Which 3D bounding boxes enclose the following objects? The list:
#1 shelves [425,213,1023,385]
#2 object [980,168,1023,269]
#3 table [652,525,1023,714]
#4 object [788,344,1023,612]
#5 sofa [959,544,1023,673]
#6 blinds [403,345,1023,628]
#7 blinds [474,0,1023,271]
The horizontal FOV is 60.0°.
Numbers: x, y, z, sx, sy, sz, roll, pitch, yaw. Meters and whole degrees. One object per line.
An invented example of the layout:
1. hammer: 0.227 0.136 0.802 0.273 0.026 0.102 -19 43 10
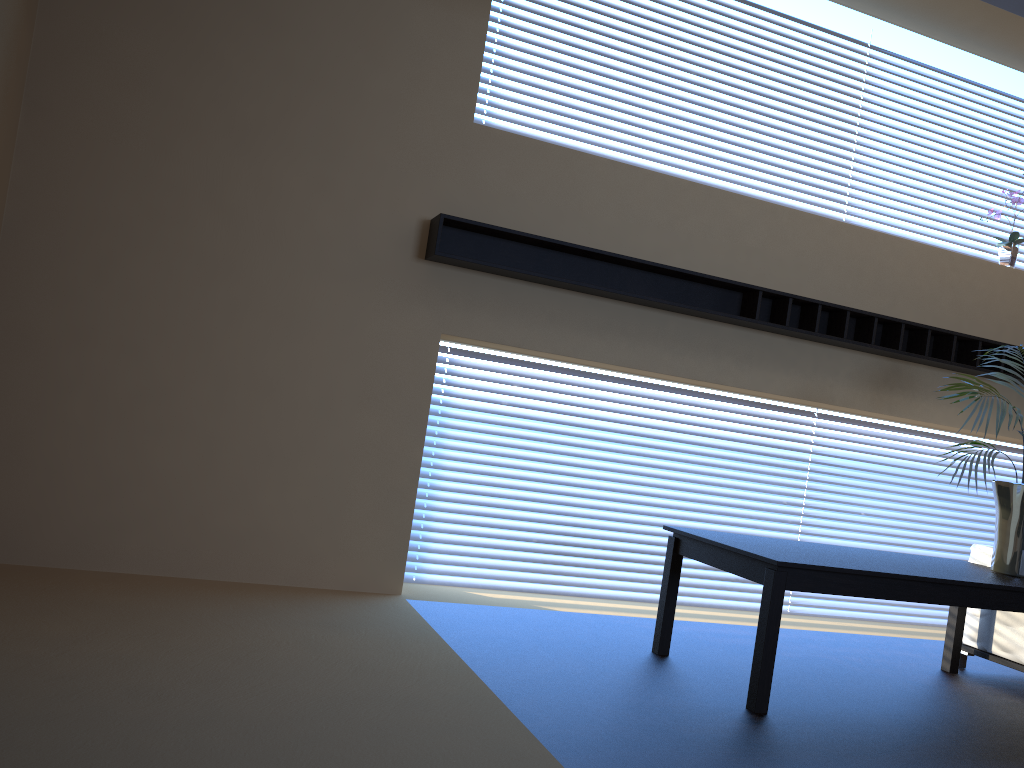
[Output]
1. shelves: 2.846 -0.238 5.180 6.631 0.213 1.248 10 -3 -20
2. object: 3.483 -1.123 6.126 0.438 0.695 0.351 10 -2 -40
3. table: 1.717 1.129 4.166 1.897 0.602 0.897 9 -2 -20
4. object: 2.494 0.650 5.001 1.040 1.858 1.897 9 -2 1
5. sofa: 3.641 1.325 4.860 2.059 0.848 1.014 9 -2 -20
6. blinds: 1.927 0.859 5.938 5.398 1.366 0.047 9 -1 -20
7. blinds: 2.310 -1.687 5.992 5.398 1.460 0.039 9 -1 -20
